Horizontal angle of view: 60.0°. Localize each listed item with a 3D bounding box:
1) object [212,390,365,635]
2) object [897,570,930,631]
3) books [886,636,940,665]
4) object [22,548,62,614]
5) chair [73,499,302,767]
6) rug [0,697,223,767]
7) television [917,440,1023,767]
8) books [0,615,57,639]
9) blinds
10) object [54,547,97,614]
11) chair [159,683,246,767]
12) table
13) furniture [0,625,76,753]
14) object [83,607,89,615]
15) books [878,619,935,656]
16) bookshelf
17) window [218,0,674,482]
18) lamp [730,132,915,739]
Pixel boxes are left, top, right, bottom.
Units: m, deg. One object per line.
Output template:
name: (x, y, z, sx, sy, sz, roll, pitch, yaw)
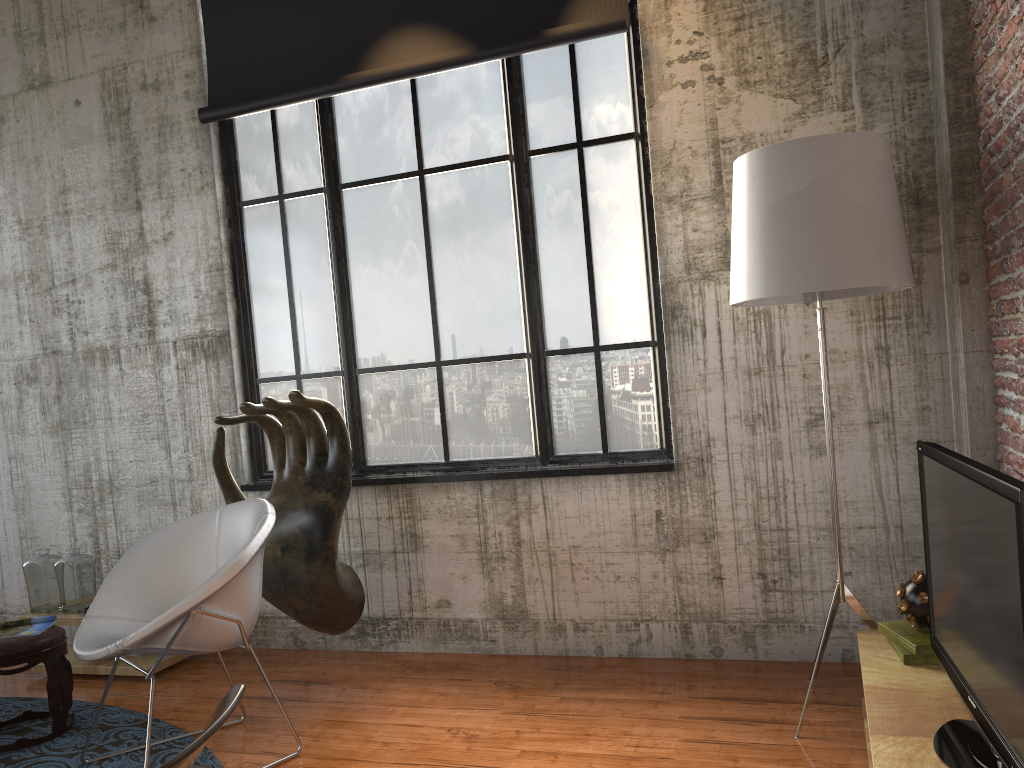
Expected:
object: (-1.132, 0.685, 4.542, 0.728, 1.298, 0.455, -4, 2, 31)
object: (1.498, 0.779, 3.178, 0.216, 0.208, 0.214, -5, 1, 9)
books: (1.498, 0.937, 3.175, 0.243, 0.037, 0.301, -5, 0, 12)
object: (-2.686, 1.130, 5.104, 0.163, 0.362, 0.163, -4, 2, 18)
chair: (-1.335, 1.037, 3.609, 0.805, 1.031, 1.058, -6, 2, -31)
rug: (-3.254, 1.732, 2.362, 4.840, 0.009, 4.848, -5, 0, -24)
television: (1.237, 0.587, 2.325, 0.286, 0.794, 1.088, -5, 1, 6)
books: (-2.333, 1.146, 4.152, 0.300, 0.043, 0.229, -5, 0, -7)
blinds: (-0.657, -2.295, 4.580, 2.445, 1.466, 0.150, -5, 2, 20)
object: (-2.468, 1.111, 5.026, 0.163, 0.362, 0.162, -4, 2, 22)
chair: (-1.107, 1.150, 1.867, 1.043, 0.794, 0.874, -5, 1, 9)
table: (-2.288, 1.453, 5.100, 0.876, 0.359, 0.474, -5, 1, 20)
furniture: (-2.289, 1.396, 4.124, 0.431, 0.477, 0.432, -6, 2, -26)
object: (-2.167, 1.187, 5.014, 0.424, 0.153, 0.381, -5, 1, 19)
books: (1.495, 0.900, 3.174, 0.243, 0.037, 0.301, -5, 0, -1)
bookshelf: (0.994, 1.190, 1.592, 0.548, 0.359, 3.838, -5, 0, 19)
window: (-0.497, -1.181, 4.787, 2.581, 3.439, 0.050, -4, 2, 20)
lamp: (1.266, 0.206, 3.542, 0.694, 2.245, 0.705, -3, 3, 42)
